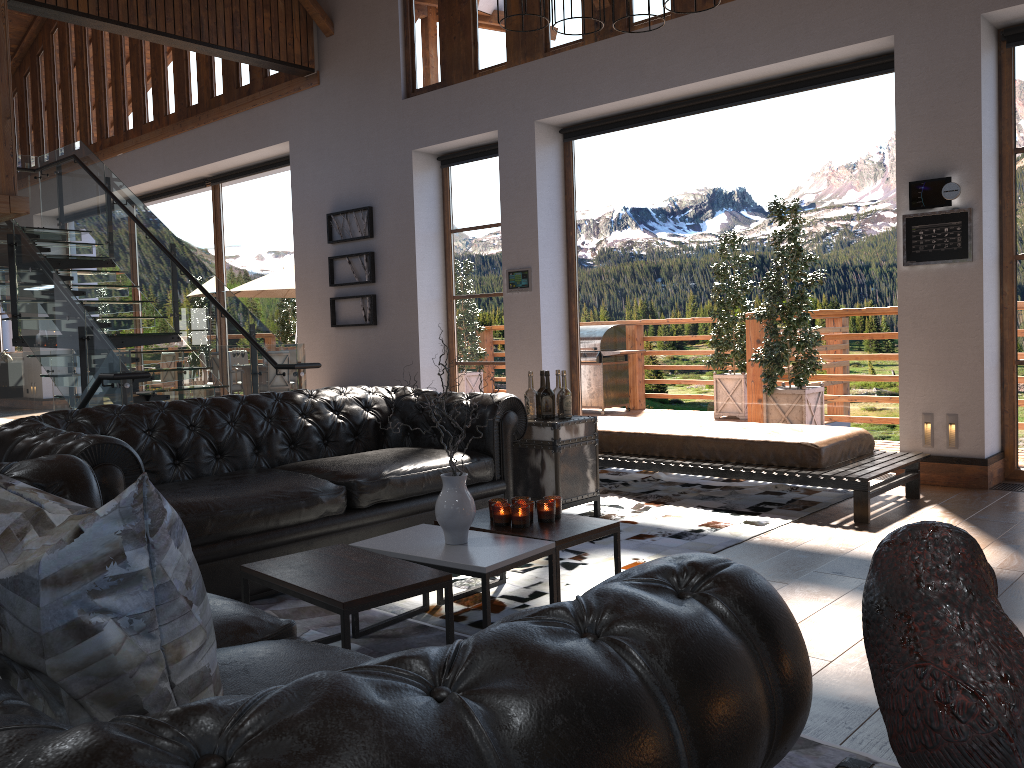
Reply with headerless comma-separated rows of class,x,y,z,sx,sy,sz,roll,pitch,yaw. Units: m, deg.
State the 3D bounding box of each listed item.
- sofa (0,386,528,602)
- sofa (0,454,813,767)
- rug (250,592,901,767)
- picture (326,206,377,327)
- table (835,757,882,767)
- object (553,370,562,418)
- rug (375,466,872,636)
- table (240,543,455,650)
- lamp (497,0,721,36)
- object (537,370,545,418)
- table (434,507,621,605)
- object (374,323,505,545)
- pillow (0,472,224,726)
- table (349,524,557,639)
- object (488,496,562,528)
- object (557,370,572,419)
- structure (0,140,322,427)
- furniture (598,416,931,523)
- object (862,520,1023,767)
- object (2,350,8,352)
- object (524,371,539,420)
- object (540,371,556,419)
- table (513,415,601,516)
sofa,-1.172,0.479,4.479,1.225,0.838,2.598,1,4,41
sofa,-0.895,0.630,1.624,2.535,0.838,1.255,1,4,41
rug,-0.962,0.985,2.343,3.996,0.053,2.462,1,4,42
picture,-1.823,-1.310,10.054,0.765,1.311,0.060,1,3,42
table,0.421,0.752,0.780,0.412,0.609,0.410,1,4,42
object,0.280,0.056,5.350,0.089,0.286,0.086,-4,3,-36
rug,0.333,0.772,5.423,2.403,0.053,3.856,1,4,42
table,-0.551,0.783,2.921,0.405,0.350,0.642,-5,4,-43
lamp,0.289,-2.287,2.915,0.794,2.200,0.264,0,3,32
object,0.187,0.060,5.344,0.087,0.286,0.087,-2,3,-8
table,0.059,0.727,3.587,0.642,0.350,0.405,1,4,42
object,-0.228,0.174,3.263,0.411,0.807,0.613,-4,3,-37
pillow,-0.582,0.330,1.256,0.522,0.469,0.287,1,4,45
table,-0.217,0.755,3.241,0.643,0.350,0.405,0,4,37
object,0.065,0.512,3.566,0.303,0.081,0.245,-2,3,-10
object,0.309,0.062,5.237,0.089,0.286,0.086,-4,3,-38
structure,-4.004,0.207,11.449,10.895,6.394,9.326,1,4,42
furniture,1.348,0.502,6.259,2.727,0.436,1.190,1,4,42
object,0.396,0.296,0.783,0.150,0.319,0.247,-2,3,-7
object,-9.752,-0.524,16.927,0.498,0.262,0.181,-1,3,10
object,0.115,0.066,5.269,0.087,0.286,0.088,-1,3,19
object,0.212,0.064,5.249,0.087,0.286,0.088,-1,3,20
table,0.244,0.504,5.297,0.412,0.609,0.410,1,4,42
